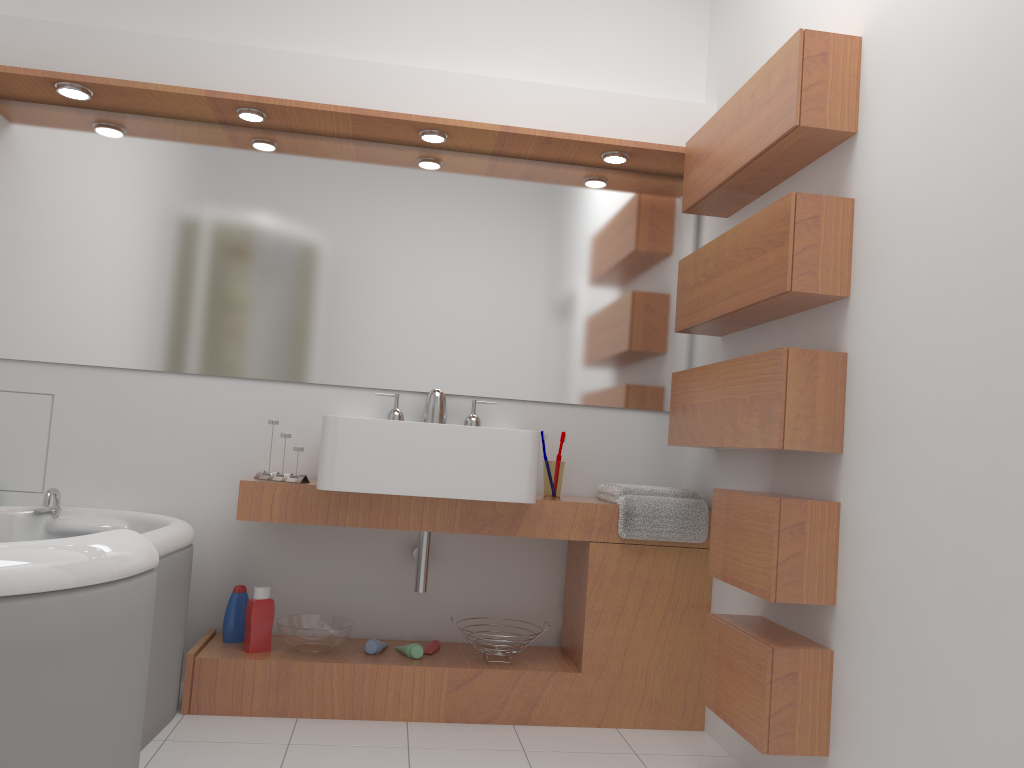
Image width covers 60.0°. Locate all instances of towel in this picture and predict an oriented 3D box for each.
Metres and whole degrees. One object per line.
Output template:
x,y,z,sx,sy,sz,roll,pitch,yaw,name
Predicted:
0.472,0.436,3.041,0.272,0.140,0.359,5,-4,-7,towel

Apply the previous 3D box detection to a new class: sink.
-0.282,0.340,2.882,0.657,0.673,0.552,5,-4,-7,sink

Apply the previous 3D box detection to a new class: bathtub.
-1.304,0.608,2.074,1.055,0.674,1.863,5,-4,-7,bathtub

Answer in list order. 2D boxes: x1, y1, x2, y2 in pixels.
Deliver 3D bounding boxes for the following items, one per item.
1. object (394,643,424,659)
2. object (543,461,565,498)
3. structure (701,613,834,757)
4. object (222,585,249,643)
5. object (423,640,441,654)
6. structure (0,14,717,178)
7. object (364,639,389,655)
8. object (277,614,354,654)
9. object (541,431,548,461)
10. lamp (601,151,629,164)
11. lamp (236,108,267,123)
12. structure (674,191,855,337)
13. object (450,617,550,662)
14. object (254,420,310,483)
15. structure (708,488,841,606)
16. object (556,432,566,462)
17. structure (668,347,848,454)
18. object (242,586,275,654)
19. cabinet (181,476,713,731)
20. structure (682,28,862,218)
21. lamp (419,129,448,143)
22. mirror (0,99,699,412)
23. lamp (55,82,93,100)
-0.339,0.869,2.931,0.059,0.052,0.187,6,-4,-23,object
0.142,0.332,3.062,0.076,0.130,0.076,1,-5,35,object
0.646,0.760,2.287,0.165,0.245,0.417,5,-4,-7,structure
-0.902,0.757,2.917,0.092,0.190,0.044,8,-5,-40,object
-0.273,0.891,2.988,0.042,0.037,0.133,3,-4,12,object
-0.534,-1.003,3.076,2.606,0.240,0.287,5,-4,-7,structure
-0.450,0.863,2.955,0.059,0.052,0.187,4,-4,4,object
-0.642,0.818,2.882,0.245,0.090,0.245,7,-5,-35,object
0.126,0.278,3.072,0.070,0.228,0.016,3,-4,18,object
0.367,-0.804,3.151,0.098,0.018,0.098,6,-5,-28,lamp
-0.879,-0.906,2.989,0.098,0.018,0.098,3,-4,13,lamp
0.695,-0.314,2.583,0.165,0.245,0.860,5,-4,-7,structure
-0.044,0.850,2.947,0.291,0.126,0.291,1,-5,41,object
-0.739,0.214,2.880,0.182,0.203,0.059,2,-4,23,object
0.671,0.411,2.312,0.165,0.245,0.417,5,-4,-7,structure
0.163,0.280,3.094,0.016,0.231,0.052,2,-5,32,object
0.668,0.065,2.556,0.165,0.245,0.860,5,-4,-7,structure
-0.801,0.749,2.814,0.079,0.207,0.046,8,-5,-42,object
-0.183,0.721,2.963,1.635,0.719,0.355,5,-4,-7,cabinet
0.725,-0.722,2.612,0.165,0.245,0.860,5,-4,-7,structure
-0.272,-0.856,3.068,0.098,0.018,0.098,3,-4,13,lamp
-0.589,-0.437,3.165,2.600,0.887,0.022,5,-4,-7,mirror
-1.426,-0.953,2.887,0.113,0.021,0.113,7,-5,-36,lamp
